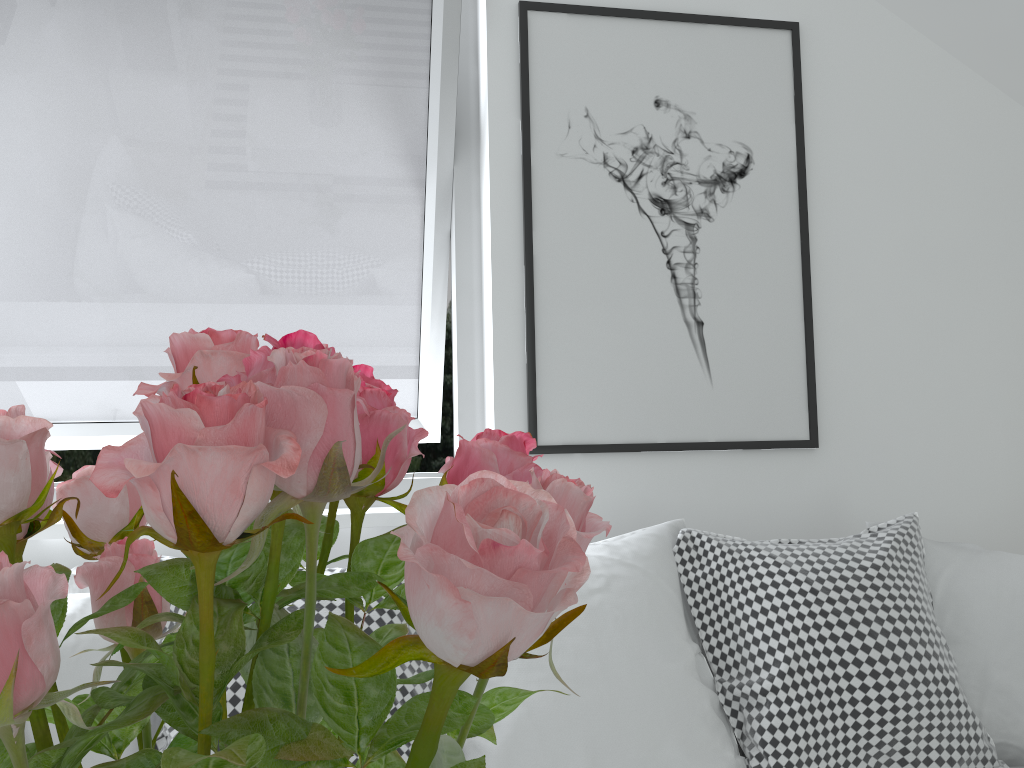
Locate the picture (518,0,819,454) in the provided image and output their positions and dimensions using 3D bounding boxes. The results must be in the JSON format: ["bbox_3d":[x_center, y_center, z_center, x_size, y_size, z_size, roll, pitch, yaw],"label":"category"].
[{"bbox_3d":[0.381,-0.376,2.136,0.720,1.072,0.015,0,-4,-11],"label":"picture"}]

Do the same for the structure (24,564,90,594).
[{"bbox_3d":[-0.518,0.688,1.832,1.655,0.660,0.206,0,-4,-11],"label":"structure"}]

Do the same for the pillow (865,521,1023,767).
[{"bbox_3d":[1.022,0.521,1.733,0.623,0.498,0.333,-3,-5,22],"label":"pillow"}]

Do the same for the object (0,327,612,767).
[{"bbox_3d":[-0.124,0.269,0.409,0.350,0.599,0.327,-2,-4,9],"label":"object"}]

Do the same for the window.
[{"bbox_3d":[-3.531,-0.143,3.526,12.055,8.137,4.514,0,-4,-11],"label":"window"}]

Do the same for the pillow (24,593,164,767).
[{"bbox_3d":[-0.831,0.534,1.412,0.617,0.491,0.321,2,-5,-37],"label":"pillow"}]

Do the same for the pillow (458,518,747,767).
[{"bbox_3d":[0.104,0.515,1.570,0.599,0.505,0.391,0,-4,-11],"label":"pillow"}]

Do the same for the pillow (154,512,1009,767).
[{"bbox_3d":[0.125,0.507,1.432,2.488,0.513,0.676,-1,-4,-9],"label":"pillow"}]

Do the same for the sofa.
[{"bbox_3d":[0.138,0.766,1.374,2.647,0.768,0.917,0,-4,-11],"label":"sofa"}]
